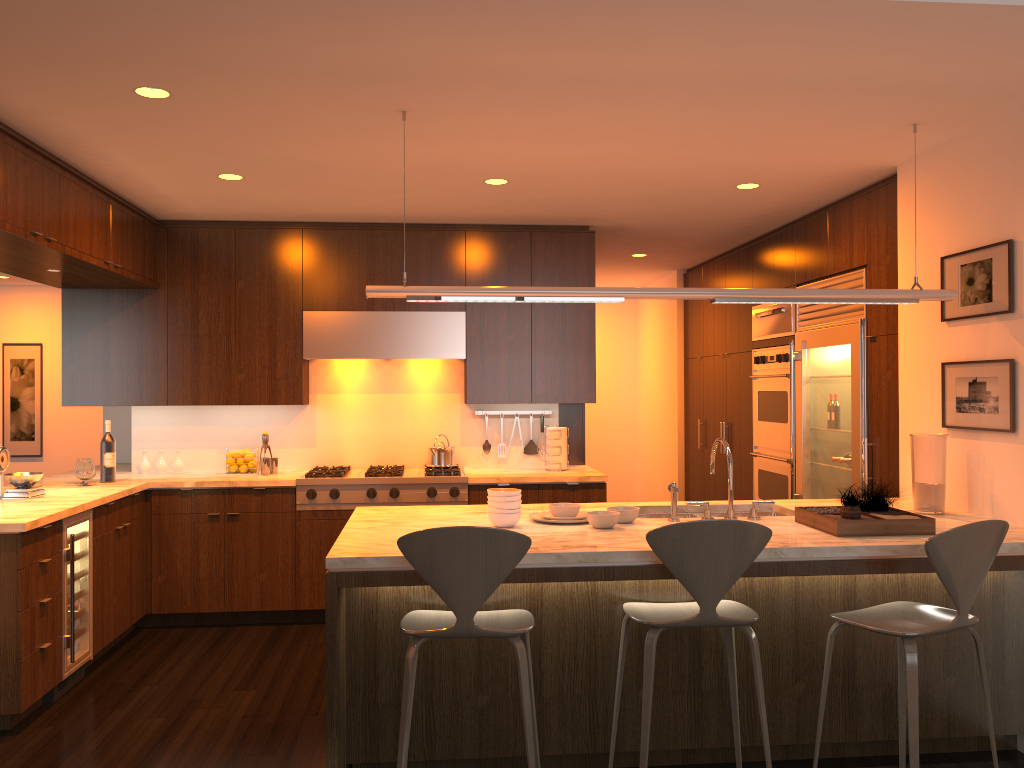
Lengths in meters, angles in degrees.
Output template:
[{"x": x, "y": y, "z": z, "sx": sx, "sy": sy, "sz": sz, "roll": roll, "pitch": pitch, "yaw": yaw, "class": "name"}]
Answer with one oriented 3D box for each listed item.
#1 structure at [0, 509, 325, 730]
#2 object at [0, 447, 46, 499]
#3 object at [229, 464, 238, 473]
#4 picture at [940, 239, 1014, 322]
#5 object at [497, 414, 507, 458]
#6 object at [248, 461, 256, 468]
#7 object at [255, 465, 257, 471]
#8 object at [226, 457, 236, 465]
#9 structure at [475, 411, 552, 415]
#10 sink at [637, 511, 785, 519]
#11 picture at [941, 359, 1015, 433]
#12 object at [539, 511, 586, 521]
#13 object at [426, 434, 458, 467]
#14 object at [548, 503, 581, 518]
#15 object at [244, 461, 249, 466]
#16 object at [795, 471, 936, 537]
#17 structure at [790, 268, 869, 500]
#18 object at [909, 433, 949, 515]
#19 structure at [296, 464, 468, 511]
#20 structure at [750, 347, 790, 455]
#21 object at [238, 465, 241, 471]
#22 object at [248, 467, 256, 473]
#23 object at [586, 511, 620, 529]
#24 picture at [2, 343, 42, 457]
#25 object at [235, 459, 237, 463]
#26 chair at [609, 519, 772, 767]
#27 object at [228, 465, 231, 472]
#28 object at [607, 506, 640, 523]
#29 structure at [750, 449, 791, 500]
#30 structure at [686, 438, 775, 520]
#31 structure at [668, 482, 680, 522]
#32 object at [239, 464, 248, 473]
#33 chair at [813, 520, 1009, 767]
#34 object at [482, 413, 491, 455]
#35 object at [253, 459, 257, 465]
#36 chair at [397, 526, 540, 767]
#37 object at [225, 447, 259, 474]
[{"x": -1.177, "y": 1.077, "z": 5.489, "sx": 3.400, "sy": 0.862, "sz": 3.060, "roll": 0, "pitch": 0, "yaw": -5, "class": "structure"}, {"x": -2.580, "y": 0.462, "z": 4.654, "sx": 0.231, "sy": 0.266, "sz": 0.191, "roll": 0, "pitch": 0, "yaw": -3, "class": "object"}, {"x": -1.856, "y": 0.563, "z": 5.917, "sx": 0.052, "sy": 0.057, "sz": 0.060, "roll": 0, "pitch": 0, "yaw": 29, "class": "object"}, {"x": 2.003, "y": -0.436, "z": 3.839, "sx": 0.012, "sy": 0.298, "sz": 0.493, "roll": 0, "pitch": 0, "yaw": -5, "class": "picture"}, {"x": -0.071, "y": 0.364, "z": 6.252, "sx": 0.066, "sy": 0.314, "sz": 0.004, "roll": 0, "pitch": 0, "yaw": -5, "class": "object"}, {"x": -1.742, "y": 0.541, "z": 5.935, "sx": 0.052, "sy": 0.054, "sz": 0.061, "roll": 0, "pitch": 0, "yaw": 5, "class": "object"}, {"x": -1.762, "y": 0.570, "z": 6.061, "sx": 0.053, "sy": 0.052, "sz": 0.062, "roll": 0, "pitch": 0, "yaw": -23, "class": "object"}, {"x": -1.875, "y": 0.516, "z": 5.915, "sx": 0.063, "sy": 0.051, "sz": 0.053, "roll": 0, "pitch": 0, "yaw": -4, "class": "object"}, {"x": 0.011, "y": 0.202, "z": 6.266, "sx": 0.541, "sy": 0.031, "sz": 0.048, "roll": 0, "pitch": 0, "yaw": -2, "class": "structure"}, {"x": 0.895, "y": 0.701, "z": 4.022, "sx": 0.813, "sy": 0.176, "sz": 0.457, "roll": 0, "pitch": 0, "yaw": -5, "class": "sink"}, {"x": 2.005, "y": 0.049, "z": 3.834, "sx": 0.012, "sy": 0.300, "sz": 0.496, "roll": 0, "pitch": 0, "yaw": -5, "class": "picture"}, {"x": 0.223, "y": 0.562, "z": 3.752, "sx": 0.217, "sy": 0.025, "sz": 0.216, "roll": 0, "pitch": 0, "yaw": 12, "class": "object"}, {"x": -0.485, "y": 0.454, "z": 6.103, "sx": 0.221, "sy": 0.218, "sz": 0.221, "roll": 0, "pitch": 0, "yaw": -21, "class": "object"}, {"x": 0.223, "y": 0.541, "z": 3.752, "sx": 0.139, "sy": 0.059, "sz": 0.138, "roll": 0, "pitch": 0, "yaw": 20, "class": "object"}, {"x": -1.783, "y": 0.531, "z": 5.991, "sx": 0.062, "sy": 0.053, "sz": 0.051, "roll": -1, "pitch": 0, "yaw": 36, "class": "object"}, {"x": 1.435, "y": 0.454, "z": 3.559, "sx": 0.497, "sy": 0.231, "sz": 0.503, "roll": 0, "pitch": 0, "yaw": -5, "class": "object"}, {"x": 2.183, "y": 0.428, "z": 5.376, "sx": 0.687, "sy": 2.129, "sz": 0.915, "roll": 0, "pitch": 0, "yaw": -5, "class": "structure"}, {"x": 1.840, "y": 0.395, "z": 3.914, "sx": 0.159, "sy": 0.349, "sz": 0.159, "roll": 0, "pitch": 0, "yaw": -32, "class": "object"}, {"x": -0.845, "y": 0.581, "z": 5.928, "sx": 1.067, "sy": 0.422, "sz": 0.824, "roll": 0, "pitch": 0, "yaw": -5, "class": "structure"}, {"x": 2.126, "y": 0.394, "z": 6.236, "sx": 0.687, "sy": 1.294, "sz": 0.743, "roll": 0, "pitch": 0, "yaw": -5, "class": "structure"}, {"x": -1.823, "y": 0.563, "z": 5.971, "sx": 0.052, "sy": 0.060, "sz": 0.057, "roll": 0, "pitch": 0, "yaw": 33, "class": "object"}, {"x": -1.753, "y": 0.570, "z": 5.974, "sx": 0.063, "sy": 0.053, "sz": 0.051, "roll": -1, "pitch": 0, "yaw": 36, "class": "object"}, {"x": 0.363, "y": 0.545, "z": 3.544, "sx": 0.139, "sy": 0.059, "sz": 0.138, "roll": 0, "pitch": 0, "yaw": 20, "class": "object"}, {"x": -5.159, "y": 0.170, "z": 9.344, "sx": 0.398, "sy": 1.200, "sz": 0.012, "roll": 0, "pitch": 0, "yaw": -5, "class": "picture"}, {"x": -1.856, "y": 0.514, "z": 5.969, "sx": 0.051, "sy": 0.053, "sz": 0.064, "roll": 0, "pitch": 0, "yaw": 30, "class": "object"}, {"x": 0.635, "y": 0.962, "z": 3.105, "sx": 0.520, "sy": 1.047, "sz": 0.506, "roll": 0, "pitch": 0, "yaw": -5, "class": "chair"}, {"x": -1.882, "y": 0.570, "z": 5.969, "sx": 0.061, "sy": 0.053, "sz": 0.053, "roll": 0, "pitch": 0, "yaw": -20, "class": "object"}, {"x": 0.462, "y": 0.545, "z": 3.683, "sx": 0.139, "sy": 0.059, "sz": 0.138, "roll": 0, "pitch": 0, "yaw": 20, "class": "object"}, {"x": 1.817, "y": 0.751, "z": 6.204, "sx": 0.064, "sy": 0.544, "sz": 0.710, "roll": 0, "pitch": 0, "yaw": -5, "class": "structure"}, {"x": 0.942, "y": 0.403, "z": 3.770, "sx": 0.310, "sy": 0.341, "sz": 0.321, "roll": 0, "pitch": 0, "yaw": 32, "class": "structure"}, {"x": 0.678, "y": 0.493, "z": 3.711, "sx": 0.050, "sy": 0.161, "sz": 0.067, "roll": 0, "pitch": 0, "yaw": -5, "class": "structure"}, {"x": -1.797, "y": 0.568, "z": 5.936, "sx": 0.064, "sy": 0.063, "sz": 0.074, "roll": 0, "pitch": 0, "yaw": -42, "class": "object"}, {"x": 1.380, "y": 0.958, "z": 3.020, "sx": 0.520, "sy": 1.047, "sz": 0.506, "roll": 0, "pitch": 0, "yaw": -30, "class": "chair"}, {"x": -0.178, "y": 0.349, "z": 6.238, "sx": 0.061, "sy": 0.296, "sz": 0.020, "roll": 0, "pitch": 0, "yaw": -7, "class": "object"}, {"x": -1.754, "y": 0.535, "z": 6.004, "sx": 0.051, "sy": 0.055, "sz": 0.061, "roll": 0, "pitch": 0, "yaw": 7, "class": "object"}, {"x": -0.150, "y": 0.965, "z": 2.989, "sx": 0.520, "sy": 1.047, "sz": 0.506, "roll": 0, "pitch": 0, "yaw": 0, "class": "chair"}, {"x": -1.820, "y": 0.513, "z": 5.989, "sx": 0.207, "sy": 0.175, "sz": 0.189, "roll": 0, "pitch": 0, "yaw": -7, "class": "object"}]
